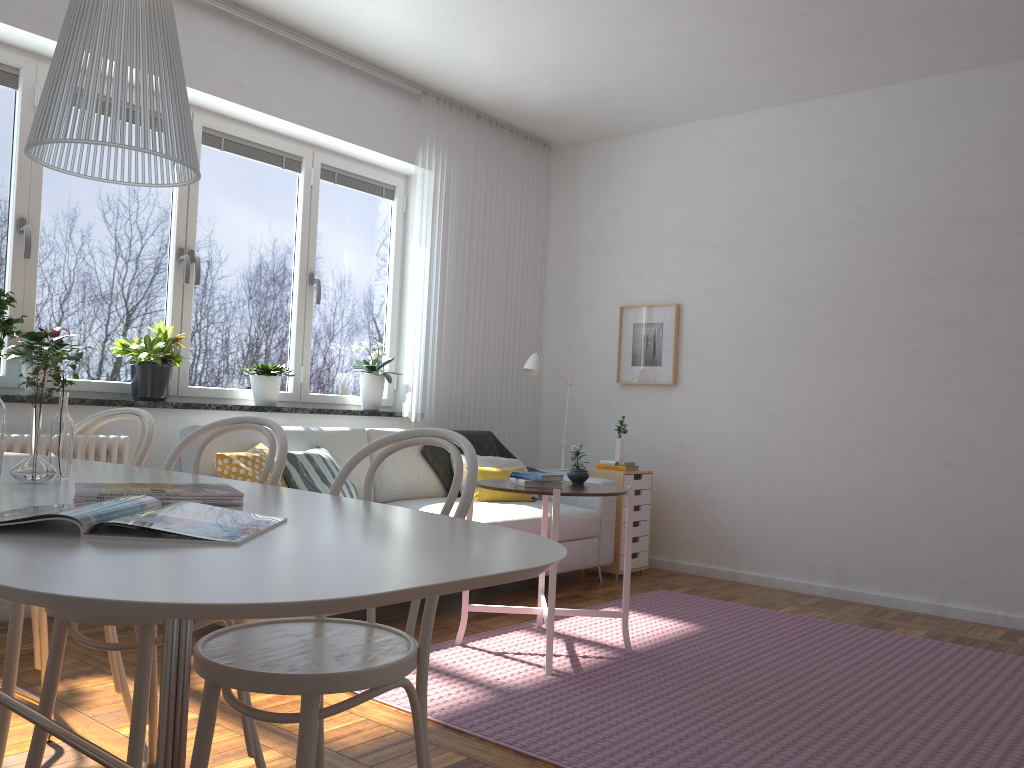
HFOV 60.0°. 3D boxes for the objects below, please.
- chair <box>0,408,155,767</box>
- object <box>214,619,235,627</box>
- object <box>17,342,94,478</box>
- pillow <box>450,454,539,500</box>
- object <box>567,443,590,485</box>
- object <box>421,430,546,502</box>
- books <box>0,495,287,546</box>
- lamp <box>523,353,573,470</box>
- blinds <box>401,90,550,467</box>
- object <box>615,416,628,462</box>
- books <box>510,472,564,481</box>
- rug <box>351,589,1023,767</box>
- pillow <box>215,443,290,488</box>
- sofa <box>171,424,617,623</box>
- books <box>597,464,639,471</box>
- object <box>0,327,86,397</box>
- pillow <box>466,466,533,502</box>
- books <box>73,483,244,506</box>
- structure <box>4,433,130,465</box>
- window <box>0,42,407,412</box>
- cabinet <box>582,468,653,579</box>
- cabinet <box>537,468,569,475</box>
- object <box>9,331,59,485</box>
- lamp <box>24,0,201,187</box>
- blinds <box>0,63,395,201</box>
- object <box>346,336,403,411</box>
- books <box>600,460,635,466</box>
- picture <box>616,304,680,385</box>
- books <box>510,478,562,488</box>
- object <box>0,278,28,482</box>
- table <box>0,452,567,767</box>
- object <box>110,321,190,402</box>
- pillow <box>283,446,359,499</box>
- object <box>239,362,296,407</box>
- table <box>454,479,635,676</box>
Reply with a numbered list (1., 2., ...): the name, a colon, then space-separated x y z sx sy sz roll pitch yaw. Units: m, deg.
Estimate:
1. chair: -0.616 0.386 3.910 0.447 1.342 3.697 2 -2 25
2. object: -1.183 0.668 3.623 0.608 0.533 0.288 2 -2 39
3. object: -0.992 0.056 1.932 0.146 0.294 0.098 3 -1 -17
4. pillow: -0.095 0.552 5.215 0.532 0.259 0.301 4 -2 -37
5. object: 0.281 0.337 3.745 0.096 0.174 0.109 2 -1 18
6. object: -0.151 0.608 5.388 0.677 0.648 0.979 3 -2 9
7. books: -0.555 0.187 1.267 0.405 0.029 0.266 3 -2 -1
8. lamp: -0.134 0.402 3.679 0.332 1.346 4.594 3 -2 9
9. blinds: -0.211 -0.307 5.821 0.055 2.886 1.293 2 -1 39
10. object: 0.678 0.338 5.511 0.082 0.287 0.085 4 -1 -44
11. books: 0.100 0.371 3.571 0.174 0.024 0.136 1 -3 44
12. rug: 0.976 1.114 3.314 2.365 0.008 2.459 1 -2 39
13. pillow: -1.127 0.433 3.961 0.313 0.317 0.465 3 -2 7
14. sofa: -0.529 0.665 4.566 1.003 0.842 2.463 2 -2 39
15. books: 0.661 0.519 5.524 0.210 0.028 0.164 1 -2 39
16. object: -2.046 -0.102 3.855 0.371 0.308 0.380 2 -2 14
17. pillow: -0.072 0.562 5.005 0.402 0.194 0.211 4 -2 -33
18. books: -0.636 0.198 1.594 0.278 0.022 0.204 4 -2 -24
19. structure: -2.029 0.511 3.574 0.224 0.623 0.973 2 -2 39
20. window: -1.650 -0.663 4.490 0.151 1.510 3.022 2 -2 39
21. cabinet: 0.644 0.854 5.520 0.301 0.643 0.349 2 -1 39
22. cabinet: 0.355 0.871 5.823 0.400 0.600 0.400 2 -2 39
23. object: -0.949 0.045 1.773 0.084 0.308 0.084 3 -1 -6
24. lamp: -0.683 -1.141 1.621 0.293 1.496 0.293 3 -1 -6
25. blinds: -1.647 -1.284 4.522 0.015 0.098 2.846 2 -2 39
26. object: -0.871 -0.062 5.361 0.340 0.444 0.286 2 -1 28
27. books: 0.660 0.492 5.518 0.175 0.024 0.136 1 -2 39
28. picture: 0.896 -0.260 5.870 0.431 0.524 0.050 2 -1 39
29. books: 0.097 0.397 3.595 0.162 0.026 0.209 3 -2 -16
30. object: -1.034 -0.015 1.761 0.110 0.419 0.107 2 -1 28
31. table: -0.957 0.582 1.706 2.288 0.769 0.932 1 -2 39
32. object: -1.717 -0.112 4.212 0.333 0.384 0.299 4 -2 -35
33. pillow: -0.903 0.450 4.210 0.309 0.288 0.470 3 -2 10
34. object: -1.310 0.000 4.745 0.283 0.237 0.267 2 -2 21
35. table: 0.144 0.743 3.609 0.617 0.687 0.618 2 -2 38
